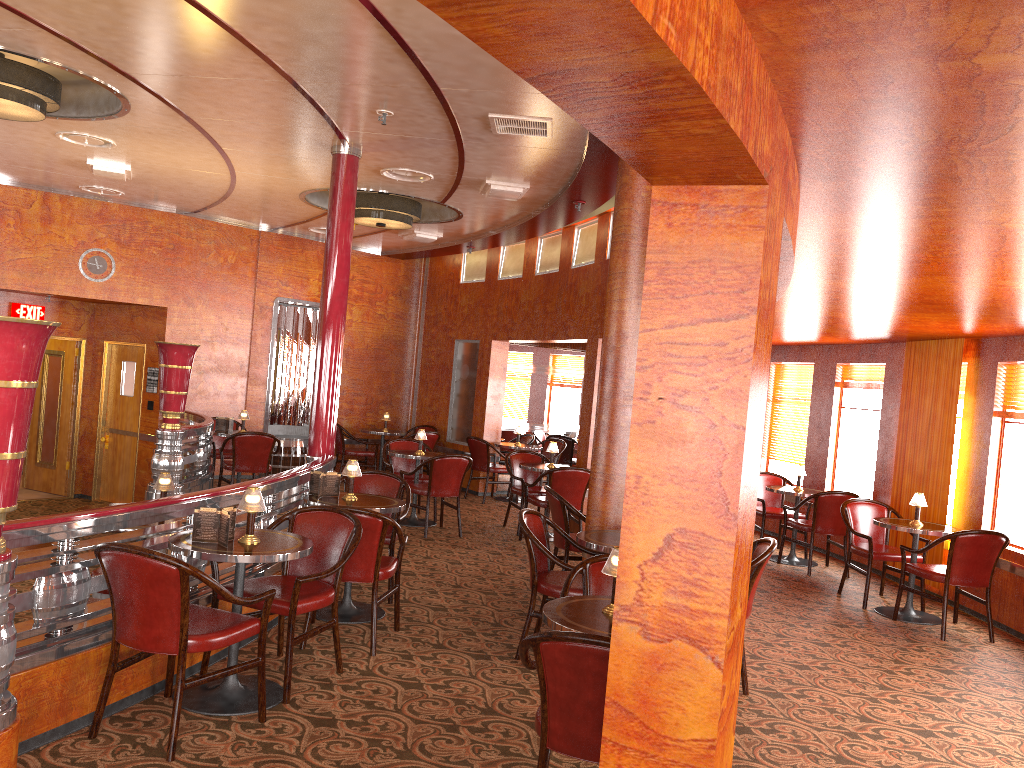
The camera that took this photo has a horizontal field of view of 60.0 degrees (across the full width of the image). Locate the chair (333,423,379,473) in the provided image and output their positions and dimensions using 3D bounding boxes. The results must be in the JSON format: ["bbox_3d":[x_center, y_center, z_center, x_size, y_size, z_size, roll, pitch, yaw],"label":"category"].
[{"bbox_3d":[-2.136,0.909,11.790,0.615,0.817,0.587,5,1,-24],"label":"chair"}]

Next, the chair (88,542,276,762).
[{"bbox_3d":[-1.385,1.023,3.645,0.587,0.817,0.615,5,1,21],"label":"chair"}]

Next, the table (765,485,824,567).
[{"bbox_3d":[2.835,1.418,8.875,0.640,0.720,0.639,4,1,-41],"label":"table"}]

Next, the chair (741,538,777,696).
[{"bbox_3d":[1.129,1.240,4.964,0.615,0.817,0.588,5,1,11],"label":"chair"}]

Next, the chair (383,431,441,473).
[{"bbox_3d":[-1.286,0.986,11.561,0.588,0.817,0.615,4,1,-44],"label":"chair"}]

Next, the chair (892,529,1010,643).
[{"bbox_3d":[3.244,1.420,6.494,0.588,0.817,0.615,5,1,-9],"label":"chair"}]

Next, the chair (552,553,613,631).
[{"bbox_3d":[0.467,1.187,3.814,0.587,0.817,0.615,5,1,11],"label":"chair"}]

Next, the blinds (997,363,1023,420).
[{"bbox_3d":[3.939,0.059,6.687,0.057,0.440,0.803,5,1,-2],"label":"blinds"}]

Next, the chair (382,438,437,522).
[{"bbox_3d":[-1.111,1.014,9.533,0.588,0.817,0.615,5,1,-19],"label":"chair"}]

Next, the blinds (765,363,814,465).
[{"bbox_3d":[3.266,0.346,10.389,0.050,1.174,0.803,5,1,-18],"label":"blinds"}]

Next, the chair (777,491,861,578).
[{"bbox_3d":[2.949,1.382,8.441,0.588,0.817,0.615,5,1,-9],"label":"chair"}]

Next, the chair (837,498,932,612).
[{"bbox_3d":[3.043,1.397,7.371,0.588,0.817,0.615,5,1,-9],"label":"chair"}]

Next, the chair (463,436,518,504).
[{"bbox_3d":[-0.288,1.077,11.242,0.615,0.817,0.587,4,1,-39],"label":"chair"}]

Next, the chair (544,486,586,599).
[{"bbox_3d":[0.509,1.176,6.503,0.615,0.817,0.587,5,1,-9],"label":"chair"}]

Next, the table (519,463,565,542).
[{"bbox_3d":[0.360,1.196,8.994,0.640,0.720,0.639,5,1,-30],"label":"table"}]

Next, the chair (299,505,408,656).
[{"bbox_3d":[-0.915,1.057,5.037,0.588,0.817,0.615,5,1,1],"label":"chair"}]

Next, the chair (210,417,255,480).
[{"bbox_3d":[-3.312,0.813,10.254,0.588,0.817,0.615,4,1,-39],"label":"chair"}]

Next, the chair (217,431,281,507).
[{"bbox_3d":[-2.726,0.872,9.178,0.588,0.817,0.615,5,1,-24],"label":"chair"}]

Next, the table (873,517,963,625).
[{"bbox_3d":[3.130,1.455,6.927,0.639,0.720,0.640,6,1,35],"label":"table"}]

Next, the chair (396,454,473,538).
[{"bbox_3d":[-0.734,1.052,8.653,0.588,0.817,0.615,5,1,-34],"label":"chair"}]

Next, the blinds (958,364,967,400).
[{"bbox_3d":[3.848,-0.020,7.936,0.057,0.312,0.803,5,0,-7],"label":"blinds"}]

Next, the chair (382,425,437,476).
[{"bbox_3d":[-1.391,0.973,12.303,0.587,0.817,0.615,6,1,41],"label":"chair"}]

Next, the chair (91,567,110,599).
[{"bbox_3d":[-2.115,1.384,4.798,0.350,0.756,0.350,5,1,-18],"label":"chair"}]

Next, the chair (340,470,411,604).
[{"bbox_3d":[-1.032,1.040,6.228,0.588,0.817,0.615,5,1,1],"label":"chair"}]

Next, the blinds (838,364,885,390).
[{"bbox_3d":[3.636,-0.073,9.171,0.057,0.258,0.803,5,0,-13],"label":"blinds"}]

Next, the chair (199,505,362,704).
[{"bbox_3d":[-1.104,1.044,4.430,0.587,0.817,0.615,6,1,26],"label":"chair"}]

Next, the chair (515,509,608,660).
[{"bbox_3d":[0.310,1.166,5.124,0.615,0.817,0.588,5,1,16],"label":"chair"}]

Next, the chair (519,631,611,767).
[{"bbox_3d":[0.307,1.178,2.992,0.587,0.817,0.615,5,1,16],"label":"chair"}]

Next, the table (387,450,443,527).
[{"bbox_3d":[-0.995,1.075,9.165,0.640,0.720,0.639,5,1,-30],"label":"table"}]

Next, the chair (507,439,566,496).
[{"bbox_3d":[0.368,1.132,11.857,0.615,0.817,0.587,4,1,-39],"label":"chair"}]

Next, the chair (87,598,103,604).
[{"bbox_3d":[-2.031,1.395,4.082,0.350,0.756,0.350,5,1,-18],"label":"chair"}]

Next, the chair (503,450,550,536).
[{"bbox_3d":[0.213,1.133,9.332,0.588,0.817,0.615,5,1,-24],"label":"chair"}]

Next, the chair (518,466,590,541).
[{"bbox_3d":[0.453,1.159,8.500,0.588,0.817,0.615,5,1,-19],"label":"chair"}]

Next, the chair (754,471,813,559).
[{"bbox_3d":[2.748,1.359,9.318,0.588,0.817,0.615,5,1,-9],"label":"chair"}]
